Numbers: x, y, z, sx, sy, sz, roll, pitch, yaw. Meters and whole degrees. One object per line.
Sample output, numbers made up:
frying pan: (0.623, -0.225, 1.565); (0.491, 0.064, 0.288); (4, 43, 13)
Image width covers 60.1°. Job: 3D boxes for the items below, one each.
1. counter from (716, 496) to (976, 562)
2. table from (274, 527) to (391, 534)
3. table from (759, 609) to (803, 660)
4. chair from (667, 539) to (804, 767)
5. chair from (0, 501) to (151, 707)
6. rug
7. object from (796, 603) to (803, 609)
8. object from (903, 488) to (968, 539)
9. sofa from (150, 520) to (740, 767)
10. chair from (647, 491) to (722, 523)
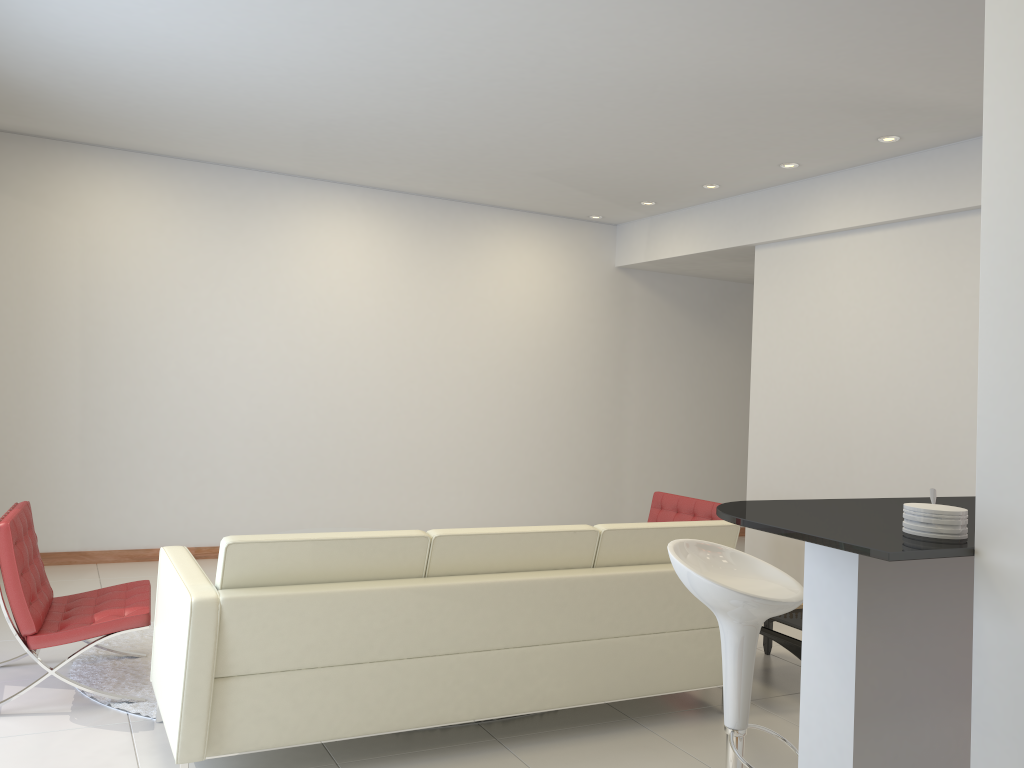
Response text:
counter: (1.917, 0.413, 2.810); (2.959, 0.019, 0.735); (3, 0, -27)
table: (-1.016, 1.270, 5.781); (1.318, 0.405, 1.537); (3, 0, -28)
table: (1.498, 1.391, 4.793); (0.699, 0.423, 0.916); (3, -1, -27)
chair: (0.716, 1.052, 2.854); (0.455, 1.024, 0.464); (5, -4, -41)
chair: (-2.085, 1.009, 4.191); (0.705, 0.819, 0.699); (4, -2, -22)
rug: (-0.668, 1.488, 5.054); (3.322, 0.005, 2.442); (3, 0, -26)
object: (1.498, 1.169, 4.840); (0.359, 0.021, 0.360); (3, 0, -27)
object: (1.021, 0.308, 2.117); (0.173, 0.098, 0.140); (4, -1, -35)
sofa: (-0.189, 1.047, 3.994); (2.560, 0.925, 1.000); (3, -2, -27)
chair: (0.968, 1.167, 5.850); (0.705, 0.819, 0.699); (4, -2, -32)
